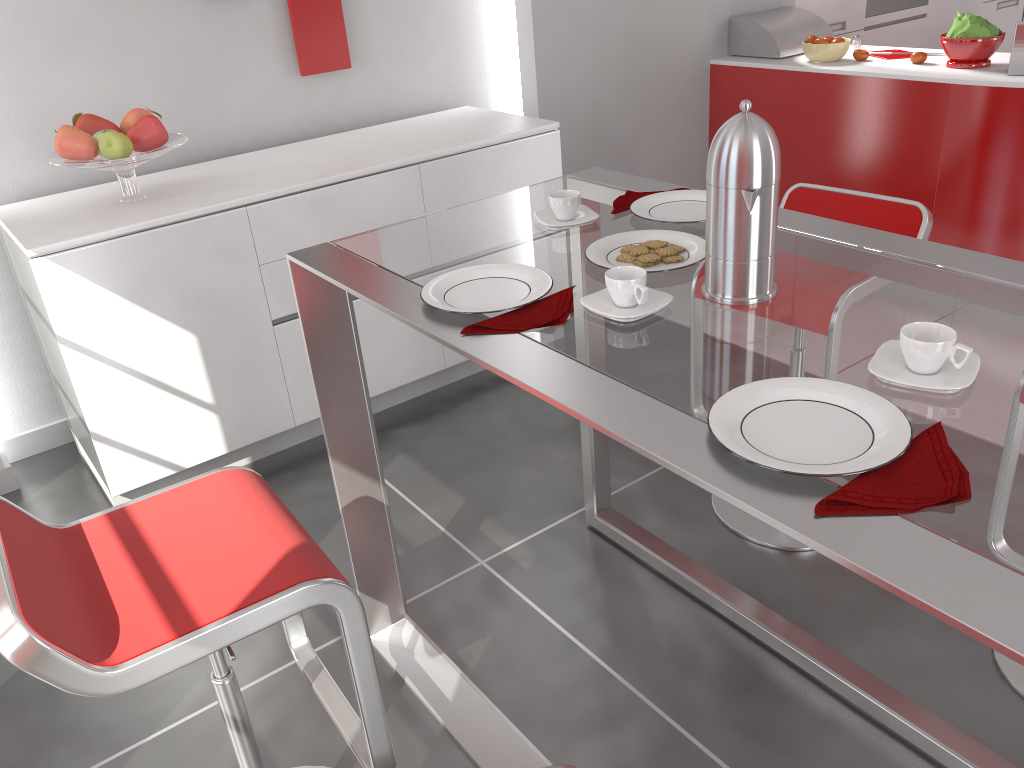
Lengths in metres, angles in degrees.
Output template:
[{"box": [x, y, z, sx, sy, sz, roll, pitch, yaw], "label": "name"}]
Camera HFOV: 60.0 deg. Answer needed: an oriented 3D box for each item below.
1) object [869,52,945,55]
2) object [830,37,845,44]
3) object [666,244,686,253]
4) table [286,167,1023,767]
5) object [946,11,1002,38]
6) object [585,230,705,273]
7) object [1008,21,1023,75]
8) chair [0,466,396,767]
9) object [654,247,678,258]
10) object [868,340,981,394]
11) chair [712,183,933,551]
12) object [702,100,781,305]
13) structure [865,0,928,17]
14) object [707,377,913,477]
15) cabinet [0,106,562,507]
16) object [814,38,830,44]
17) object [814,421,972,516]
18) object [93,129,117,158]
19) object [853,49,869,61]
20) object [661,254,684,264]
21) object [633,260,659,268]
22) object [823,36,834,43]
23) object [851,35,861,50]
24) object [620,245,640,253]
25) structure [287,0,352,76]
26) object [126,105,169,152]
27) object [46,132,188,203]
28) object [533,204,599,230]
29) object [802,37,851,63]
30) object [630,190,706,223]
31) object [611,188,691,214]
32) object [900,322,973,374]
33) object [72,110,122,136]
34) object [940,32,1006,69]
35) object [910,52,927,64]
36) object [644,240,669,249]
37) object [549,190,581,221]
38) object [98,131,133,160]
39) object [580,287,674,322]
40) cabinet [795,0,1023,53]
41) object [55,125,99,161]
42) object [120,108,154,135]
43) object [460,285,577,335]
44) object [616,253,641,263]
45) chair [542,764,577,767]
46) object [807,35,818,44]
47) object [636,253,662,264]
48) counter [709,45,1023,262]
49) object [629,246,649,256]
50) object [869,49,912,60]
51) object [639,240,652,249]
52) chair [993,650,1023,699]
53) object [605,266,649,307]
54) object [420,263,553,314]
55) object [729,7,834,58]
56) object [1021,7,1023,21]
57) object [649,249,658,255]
[{"box": [1.716, -1.442, 3.861, 0.375, 0.008, 0.041, 11, 32, 29], "label": "object"}, {"box": [1.417, -1.483, 3.860, 0.062, 0.049, 0.066, -18, 30, -23], "label": "object"}, {"box": [0.280, -0.235, 1.546, 0.034, 0.006, 0.036, -23, 32, -30], "label": "object"}, {"box": [0.424, 0.334, 1.527, 0.800, 1.000, 1.700, -23, 32, -30], "label": "table"}, {"box": [1.810, -1.361, 3.465, 0.193, 0.182, 0.198, -19, 30, -25], "label": "object"}, {"box": [0.234, -0.226, 1.534, 0.217, 0.015, 0.217, -4, 27, 3], "label": "object"}, {"box": [1.896, -1.245, 3.272, 0.091, 0.178, 0.137, 9, 31, 26], "label": "object"}, {"box": [-0.485, 0.533, 1.465, 0.460, 0.857, 0.418, -21, 31, -28], "label": "chair"}, {"box": [0.265, -0.227, 1.521, 0.034, 0.006, 0.036, -10, 28, -9], "label": "object"}, {"box": [0.505, -0.020, 1.090, 0.119, 0.016, 0.119, 13, 33, 32], "label": "object"}, {"box": [0.765, -0.042, 2.343, 0.460, 0.857, 0.418, -26, 34, -34], "label": "chair"}, {"box": [0.331, -0.277, 1.318, 0.113, 0.287, 0.149, -18, 30, -23], "label": "object"}, {"box": [2.132, -2.337, 4.794, 0.599, 0.589, 0.050, -23, 32, -30], "label": "structure"}, {"box": [0.329, 0.048, 0.990, 0.217, 0.015, 0.217, -10, 28, -9], "label": "object"}, {"box": [-0.695, -0.362, 3.197, 1.802, 0.880, 0.610, -23, 32, -30], "label": "cabinet"}, {"box": [1.354, -1.486, 3.876, 0.065, 0.052, 0.062, 16, 34, 35], "label": "object"}, {"box": [0.408, 0.096, 0.887, 0.234, 0.012, 0.095, -23, 32, -31], "label": "object"}, {"box": [-1.205, -0.715, 2.644, 0.084, 0.079, 0.086, -8, 27, -5], "label": "object"}, {"box": [1.506, -1.418, 3.828, 0.063, 0.047, 0.065, -23, 32, -30], "label": "object"}, {"box": [0.271, -0.214, 1.507, 0.036, 0.006, 0.034, -11, 28, -11], "label": "object"}, {"box": [0.228, -0.207, 1.502, 0.036, 0.006, 0.034, -20, 31, -26], "label": "object"}, {"box": [1.395, -1.510, 3.916, 0.062, 0.049, 0.066, -25, 33, -32], "label": "object"}, {"box": [1.588, -1.572, 4.084, 0.042, 0.066, 0.043, -15, 29, -18], "label": "object"}, {"box": [0.213, -0.238, 1.564, 0.036, 0.006, 0.034, 16, 34, 35], "label": "object"}, {"box": [-0.991, -1.723, 2.798, 0.820, 1.503, 0.040, -23, 32, -30], "label": "structure"}, {"box": [-1.090, -0.761, 2.639, 0.097, 0.133, 0.117, 20, 36, 39], "label": "object"}, {"box": [-1.170, -0.638, 2.686, 0.398, 0.159, 0.398, 2, 28, 14], "label": "object"}, {"box": [0.107, -0.328, 1.755, 0.119, 0.016, 0.119, -12, 28, -13], "label": "object"}, {"box": [1.376, -1.461, 3.891, 0.201, 0.086, 0.201, -22, 32, -29], "label": "object"}, {"box": [0.340, -0.344, 1.743, 0.217, 0.015, 0.217, -4, 27, 2], "label": "object"}, {"box": [0.264, -0.390, 1.848, 0.234, 0.012, 0.095, -22, 32, -30], "label": "object"}, {"box": [0.505, -0.038, 1.072, 0.062, 0.049, 0.078, -11, 28, -10], "label": "object"}, {"box": [-1.269, -0.770, 2.686, 0.150, 0.129, 0.117, 1, 28, 12], "label": "object"}, {"box": [1.808, -1.317, 3.497, 0.229, 0.118, 0.228, 8, 30, 24], "label": "object"}, {"box": [1.673, -1.343, 3.648, 0.064, 0.048, 0.063, 12, 32, 30], "label": "object"}, {"box": [0.254, -0.245, 1.557, 0.034, 0.006, 0.036, 19, 36, 38], "label": "object"}, {"box": [0.100, -0.352, 1.750, 0.062, 0.049, 0.078, -23, 32, -30], "label": "object"}, {"box": [-1.130, -0.686, 2.542, 0.083, 0.086, 0.100, 2, 28, 14], "label": "object"}, {"box": [0.174, -0.123, 1.348, 0.119, 0.016, 0.119, -24, 33, -32], "label": "object"}, {"box": [2.203, -2.360, 5.269, 2.398, 2.026, 0.614, -23, 32, -30], "label": "cabinet"}, {"box": [-1.270, -0.703, 2.584, 0.117, 0.105, 0.096, -8, 27, -4], "label": "object"}, {"box": [-1.159, -0.802, 2.744, 0.121, 0.101, 0.097, 12, 32, 30], "label": "object"}, {"box": [0.039, -0.104, 1.338, 0.234, 0.012, 0.095, -23, 32, -31], "label": "object"}, {"box": [0.200, -0.218, 1.529, 0.036, 0.006, 0.034, 13, 32, 31], "label": "object"}, {"box": [0.019, 0.797, 0.865, 0.460, 0.857, 0.418, -18, 30, -23], "label": "chair"}, {"box": [1.334, -1.514, 3.926, 0.055, 0.058, 0.066, 17, 35, 36], "label": "object"}, {"box": [0.232, -0.213, 1.500, 0.036, 0.006, 0.034, -16, 29, -19], "label": "object"}, {"box": [2.430, -1.014, 3.887, 2.865, 0.880, 1.868, -5, 27, 0], "label": "counter"}, {"box": [0.220, -0.230, 1.536, 0.034, 0.006, 0.036, -4, 27, 3], "label": "object"}, {"box": [1.670, -1.448, 3.895, 0.168, 0.006, 0.266, -9, 28, -6], "label": "object"}, {"box": [0.247, -0.247, 1.575, 0.034, 0.006, 0.036, -23, 32, -30], "label": "object"}, {"box": [1.255, 0.234, 1.724, 0.460, 0.857, 0.418, -20, 31, -26], "label": "chair"}, {"box": [0.171, -0.141, 1.331, 0.062, 0.049, 0.078, -3, 28, 5], "label": "object"}, {"box": [-0.041, -0.152, 1.441, 0.217, 0.015, 0.217, 11, 31, 28], "label": "object"}, {"box": [1.285, -1.673, 4.208, 0.400, 0.170, 0.300, -23, 32, -30], "label": "object"}, {"box": [1.876, -1.312, 3.268, 0.009, 0.197, 0.091, 8, 30, 24], "label": "object"}, {"box": [0.246, -0.226, 1.536, 0.034, 0.006, 0.036, -13, 28, -14], "label": "object"}]
